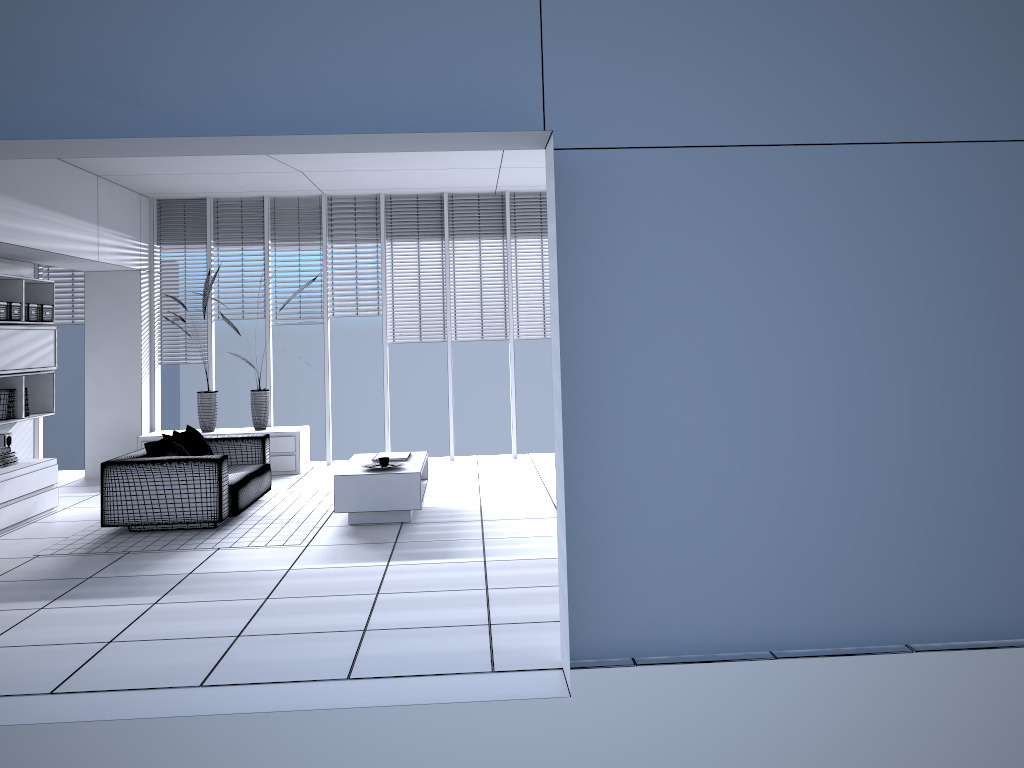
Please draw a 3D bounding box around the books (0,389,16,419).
[{"bbox_3d":[-4.387,0.175,7.599,0.207,0.260,0.050,-2,-3,-2],"label":"books"}]

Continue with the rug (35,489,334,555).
[{"bbox_3d":[-2.412,1.073,7.142,1.798,0.001,2.231,-2,3,-3],"label":"rug"}]

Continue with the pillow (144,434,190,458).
[{"bbox_3d":[-2.715,0.619,7.075,0.340,0.390,0.566,-2,1,-5],"label":"pillow"}]

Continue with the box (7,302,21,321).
[{"bbox_3d":[-4.383,-0.616,7.542,0.280,0.162,0.178,-2,0,-3],"label":"box"}]

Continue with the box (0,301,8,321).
[{"bbox_3d":[-4.372,-0.604,7.320,0.280,0.162,0.178,-2,0,-3],"label":"box"}]

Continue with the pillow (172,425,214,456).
[{"bbox_3d":[-2.745,0.564,7.655,0.300,0.399,0.565,-2,1,-5],"label":"pillow"}]

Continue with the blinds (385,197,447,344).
[{"bbox_3d":[-1.090,-1.321,10.160,0.715,1.697,0.047,-2,-3,-3],"label":"blinds"}]

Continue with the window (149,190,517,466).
[{"bbox_3d":[-1.296,-0.649,10.028,5.502,3.141,0.099,-2,-3,-3],"label":"window"}]

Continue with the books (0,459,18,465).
[{"bbox_3d":[-4.243,0.646,7.131,0.285,0.008,0.415,-2,3,-2],"label":"books"}]

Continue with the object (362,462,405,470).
[{"bbox_3d":[-1.002,0.646,6.871,0.329,0.024,0.329,0,4,27],"label":"object"}]

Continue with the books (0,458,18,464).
[{"bbox_3d":[-4.243,0.637,7.138,0.285,0.008,0.415,-2,3,-2],"label":"books"}]

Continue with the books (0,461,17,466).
[{"bbox_3d":[-4.252,0.657,7.118,0.285,0.008,0.415,-2,3,-2],"label":"books"}]

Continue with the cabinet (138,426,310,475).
[{"bbox_3d":[-3.081,0.735,9.512,1.675,0.452,0.596,-2,1,-3],"label":"cabinet"}]

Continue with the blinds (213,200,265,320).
[{"bbox_3d":[-3.095,-1.417,10.065,0.637,1.371,0.051,-2,-3,-3],"label":"blinds"}]

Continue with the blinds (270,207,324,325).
[{"bbox_3d":[-2.450,-1.356,10.093,0.637,1.362,0.057,-2,-3,-3],"label":"blinds"}]

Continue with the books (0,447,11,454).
[{"bbox_3d":[-4.218,0.547,7.102,0.207,0.050,0.258,-2,3,2],"label":"books"}]

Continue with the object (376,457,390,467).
[{"bbox_3d":[-1.001,0.610,6.870,0.096,0.070,0.084,-2,1,-22],"label":"object"}]

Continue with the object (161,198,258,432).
[{"bbox_3d":[-3.342,-0.990,9.759,1.424,2.999,0.493,-3,-3,26],"label":"object"}]

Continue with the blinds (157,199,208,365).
[{"bbox_3d":[-3.730,-1.169,10.019,0.637,1.890,0.057,-2,-3,-3],"label":"blinds"}]

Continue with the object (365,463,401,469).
[{"bbox_3d":[-1.003,0.640,6.868,0.214,0.012,0.217,1,4,43],"label":"object"}]

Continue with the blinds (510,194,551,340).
[{"bbox_3d":[0.337,-1.367,10.233,0.715,1.697,0.047,-2,-3,-3],"label":"blinds"}]

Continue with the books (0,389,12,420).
[{"bbox_3d":[-4.378,0.180,7.500,0.207,0.261,0.074,-2,-3,-3],"label":"books"}]

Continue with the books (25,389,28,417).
[{"bbox_3d":[-4.404,0.166,7.799,0.207,0.261,0.074,-2,-3,-2],"label":"books"}]

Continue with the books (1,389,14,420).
[{"bbox_3d":[-4.381,0.178,7.532,0.207,0.261,0.074,-2,-3,-3],"label":"books"}]

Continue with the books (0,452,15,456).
[{"bbox_3d":[-4.250,0.579,7.089,0.285,0.008,0.415,-2,3,-2],"label":"books"}]

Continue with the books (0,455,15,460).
[{"bbox_3d":[-4.252,0.608,7.088,0.285,0.008,0.415,-2,3,-2],"label":"books"}]

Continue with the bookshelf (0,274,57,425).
[{"bbox_3d":[-4.345,-0.259,6.838,0.327,1.254,2.816,-2,2,-3],"label":"bookshelf"}]

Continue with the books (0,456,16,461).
[{"bbox_3d":[-4.245,0.617,7.105,0.285,0.008,0.415,-2,3,-2],"label":"books"}]

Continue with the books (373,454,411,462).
[{"bbox_3d":[-1.011,0.622,7.469,0.285,0.008,0.415,-2,3,-2],"label":"books"}]

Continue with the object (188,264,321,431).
[{"bbox_3d":[-2.784,-0.427,9.430,1.551,1.872,0.689,-2,-2,-8],"label":"object"}]

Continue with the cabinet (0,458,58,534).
[{"bbox_3d":[-4.153,0.938,6.503,0.574,0.450,2.269,-2,3,-3],"label":"cabinet"}]

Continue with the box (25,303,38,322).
[{"bbox_3d":[-4.398,-0.633,7.844,0.280,0.162,0.178,-2,0,-3],"label":"box"}]

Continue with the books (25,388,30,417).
[{"bbox_3d":[-4.404,0.164,7.831,0.207,0.261,0.074,-2,-3,-3],"label":"books"}]

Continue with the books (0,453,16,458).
[{"bbox_3d":[-4.243,0.588,7.107,0.285,0.008,0.415,-2,3,-2],"label":"books"}]

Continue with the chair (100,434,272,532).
[{"bbox_3d":[-2.609,0.788,7.354,0.960,0.553,1.648,-2,3,-3],"label":"chair"}]

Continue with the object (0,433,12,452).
[{"bbox_3d":[-4.413,0.543,7.575,0.177,0.232,0.119,-2,-2,-3],"label":"object"}]

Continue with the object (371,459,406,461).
[{"bbox_3d":[-1.021,0.615,7.458,0.285,0.008,0.415,-2,3,-2],"label":"object"}]

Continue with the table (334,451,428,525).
[{"bbox_3d":[-1.038,0.838,7.213,0.650,0.389,1.200,-2,3,-3],"label":"table"}]

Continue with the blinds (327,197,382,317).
[{"bbox_3d":[-1.808,-1.460,10.132,0.637,1.382,0.038,-2,-3,-3],"label":"blinds"}]

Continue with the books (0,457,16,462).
[{"bbox_3d":[-4.244,0.626,7.098,0.285,0.008,0.415,-2,3,-2],"label":"books"}]

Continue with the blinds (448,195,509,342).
[{"bbox_3d":[-0.382,-1.344,10.196,0.715,1.697,0.047,-2,-3,-3],"label":"blinds"}]

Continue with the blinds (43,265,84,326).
[{"bbox_3d":[-4.998,-1.359,9.999,0.637,1.382,0.038,-2,-3,-3],"label":"blinds"}]

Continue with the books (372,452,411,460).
[{"bbox_3d":[-1.011,0.607,7.459,0.285,0.008,0.415,-2,3,-2],"label":"books"}]

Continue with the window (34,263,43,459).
[{"bbox_3d":[-5.612,-0.512,9.836,0.688,3.141,0.099,-2,-3,-3],"label":"window"}]

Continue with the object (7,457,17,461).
[{"bbox_3d":[-4.250,0.628,7.120,0.285,0.008,0.415,-2,3,-2],"label":"object"}]

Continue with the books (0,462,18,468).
[{"bbox_3d":[-4.245,0.666,7.136,0.285,0.008,0.415,-2,3,-2],"label":"books"}]

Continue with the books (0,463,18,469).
[{"bbox_3d":[-4.245,0.675,7.129,0.285,0.008,0.415,-2,3,-2],"label":"books"}]

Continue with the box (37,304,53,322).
[{"bbox_3d":[-4.412,-0.648,8.112,0.280,0.162,0.216,-2,1,-3],"label":"box"}]
